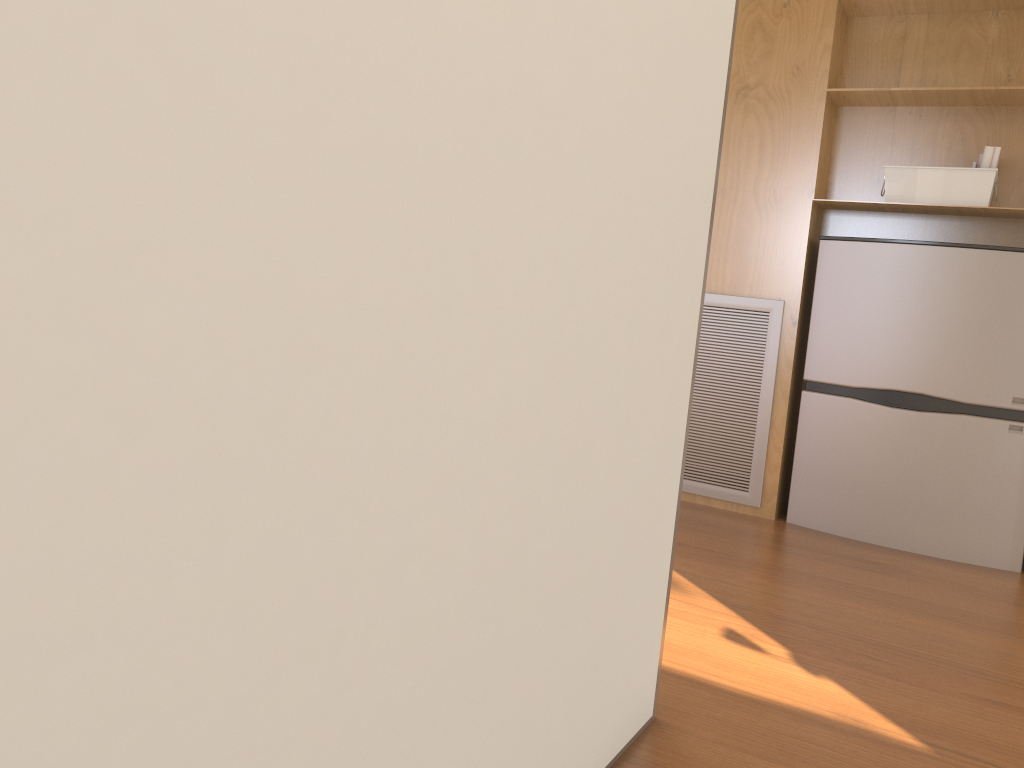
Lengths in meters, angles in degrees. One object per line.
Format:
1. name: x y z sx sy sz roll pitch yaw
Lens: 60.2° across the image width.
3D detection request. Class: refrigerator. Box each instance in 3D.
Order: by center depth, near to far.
1. refrigerator: 1.339 0.033 2.923 0.716 0.985 0.261 8 2 28

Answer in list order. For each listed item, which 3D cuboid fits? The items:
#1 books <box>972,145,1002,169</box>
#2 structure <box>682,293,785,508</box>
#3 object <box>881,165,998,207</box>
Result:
1. books: 1.525 -0.663 2.867 0.089 0.192 0.150 8 3 28
2. structure: 0.542 0.011 3.248 0.823 0.720 0.013 8 2 28
3. object: 1.411 -0.640 2.925 0.351 0.122 0.203 9 5 28
